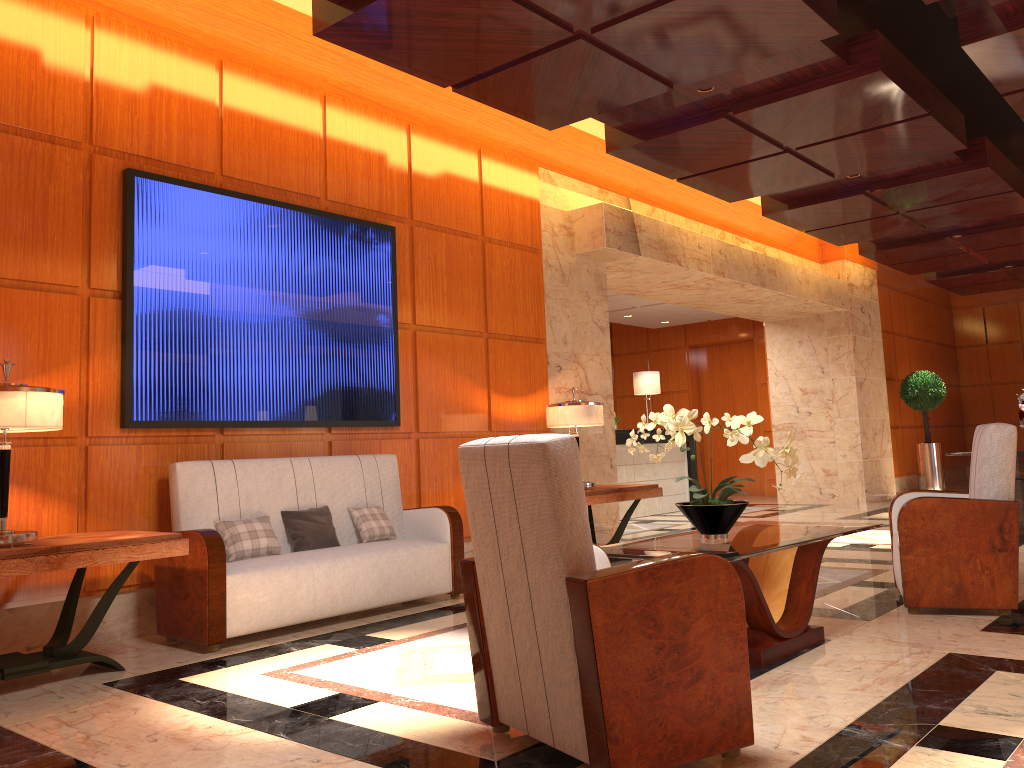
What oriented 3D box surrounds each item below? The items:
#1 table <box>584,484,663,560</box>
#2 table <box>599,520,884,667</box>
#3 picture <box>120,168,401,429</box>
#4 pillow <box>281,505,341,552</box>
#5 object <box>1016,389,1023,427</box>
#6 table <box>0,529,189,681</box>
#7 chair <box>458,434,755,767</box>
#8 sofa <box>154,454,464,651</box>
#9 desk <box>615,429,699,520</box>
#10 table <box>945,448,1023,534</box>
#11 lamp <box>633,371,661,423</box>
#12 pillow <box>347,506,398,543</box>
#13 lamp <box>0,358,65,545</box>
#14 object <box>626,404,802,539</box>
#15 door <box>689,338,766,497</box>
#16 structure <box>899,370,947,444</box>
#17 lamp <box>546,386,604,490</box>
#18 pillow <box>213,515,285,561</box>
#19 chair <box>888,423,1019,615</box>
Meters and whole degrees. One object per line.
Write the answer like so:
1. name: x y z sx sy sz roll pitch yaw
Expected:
1. table: 0.569 1.138 7.045 0.724 0.609 1.268 -7 -7 40
2. table: 1.051 0.944 4.030 0.720 0.498 1.558 -7 -7 43
3. picture: -1.489 -0.452 5.640 0.056 1.459 1.993 -8 -8 40
4. pillow: -1.189 0.858 5.239 0.160 0.254 0.357 -7 -7 37
5. object: 5.045 0.261 8.180 0.648 0.661 0.678 -6 -6 31
6. table: -2.176 1.005 3.847 0.724 0.609 1.268 -7 -7 40
7. chair: 0.242 0.636 2.782 0.628 0.965 0.735 1 -7 -31
8. sofa: -1.122 0.891 5.205 0.611 0.936 1.796 -8 -7 41
9. desk: 1.350 1.199 11.883 0.939 1.146 2.921 -7 -7 40
10. table: 5.085 0.962 8.113 1.596 0.748 1.598 -6 -6 40
11. lamp: 1.933 0.244 12.613 0.372 0.824 0.371 1 -7 -25
12. pillow: -0.871 0.884 5.553 0.201 0.231 0.273 -8 -7 43
13. lamp: -2.197 0.283 3.835 0.458 0.797 0.456 -3 -6 2
14. object: 0.908 0.390 4.041 0.787 0.620 0.416 -4 -6 18
15. door: 3.814 0.602 15.504 1.282 2.709 0.340 -8 -8 40
16. structure: 6.628 0.617 14.201 0.721 1.720 0.719 -4 -7 18
17. lamp: 0.505 0.423 6.980 0.458 0.813 0.457 3 -8 -40
18. pillow: -1.450 0.851 4.890 0.344 0.228 0.194 3 -8 -44
19. chair: 2.407 0.706 4.849 0.628 0.965 0.735 -4 -6 19
